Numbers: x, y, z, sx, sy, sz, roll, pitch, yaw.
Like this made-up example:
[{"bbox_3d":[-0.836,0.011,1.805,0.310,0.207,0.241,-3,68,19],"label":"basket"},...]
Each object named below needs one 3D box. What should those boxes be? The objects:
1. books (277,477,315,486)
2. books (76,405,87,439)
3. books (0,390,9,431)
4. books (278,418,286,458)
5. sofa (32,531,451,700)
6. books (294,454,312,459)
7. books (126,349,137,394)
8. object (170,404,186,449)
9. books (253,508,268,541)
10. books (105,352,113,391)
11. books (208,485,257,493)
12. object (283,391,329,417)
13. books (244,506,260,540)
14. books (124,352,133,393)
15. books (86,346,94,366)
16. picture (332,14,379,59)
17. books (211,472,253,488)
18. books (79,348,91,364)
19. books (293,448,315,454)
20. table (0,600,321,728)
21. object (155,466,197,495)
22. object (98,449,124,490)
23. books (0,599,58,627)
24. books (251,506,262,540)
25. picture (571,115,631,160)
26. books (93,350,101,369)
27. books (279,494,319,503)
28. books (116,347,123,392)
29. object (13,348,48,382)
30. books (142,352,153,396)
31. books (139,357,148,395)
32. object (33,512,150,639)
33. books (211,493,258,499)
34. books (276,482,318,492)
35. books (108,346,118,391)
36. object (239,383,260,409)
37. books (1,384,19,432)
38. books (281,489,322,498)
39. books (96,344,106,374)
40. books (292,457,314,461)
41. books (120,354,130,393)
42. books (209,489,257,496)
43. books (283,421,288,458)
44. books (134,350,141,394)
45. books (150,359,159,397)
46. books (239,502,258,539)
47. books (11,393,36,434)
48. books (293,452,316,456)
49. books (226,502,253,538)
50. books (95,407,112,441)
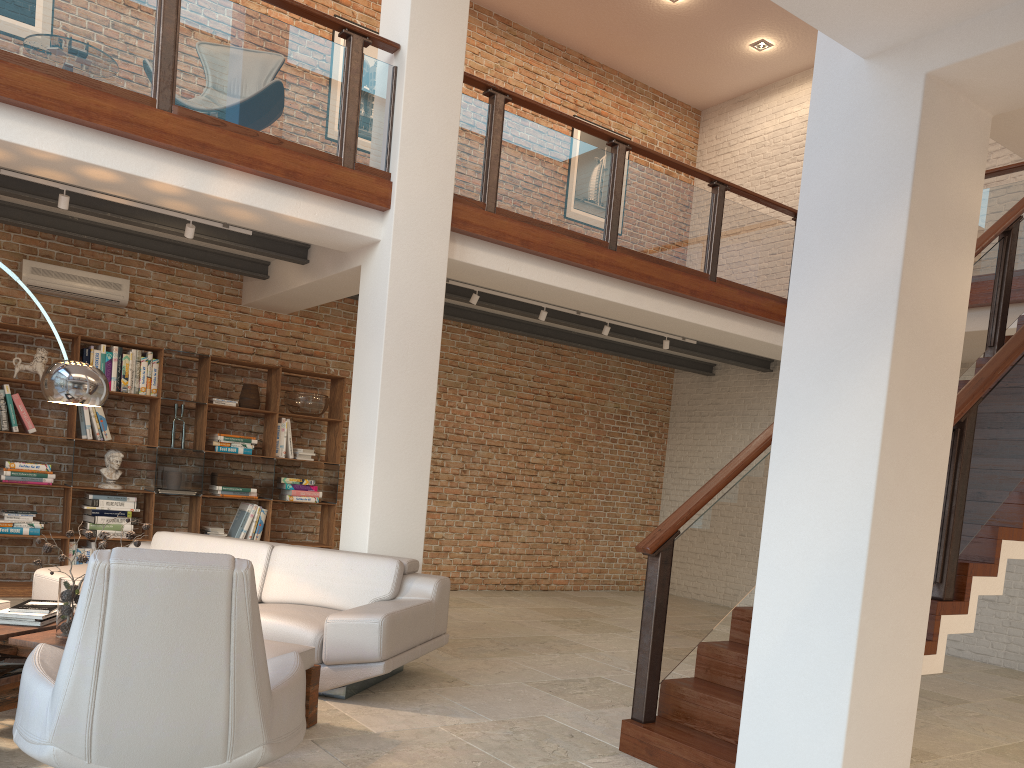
[{"bbox_3d":[-2.131,0.958,8.590,0.329,0.055,0.254,8,-7,-25],"label":"books"},{"bbox_3d":[-3.682,0.274,7.417,0.102,0.384,0.241,3,2,-36],"label":"books"},{"bbox_3d":[-4.156,0.217,7.094,0.103,0.334,0.252,3,1,-36],"label":"books"},{"bbox_3d":[-2.260,0.518,8.416,0.037,0.384,0.241,2,3,-36],"label":"books"},{"bbox_3d":[-1.657,1.397,5.508,2.320,0.758,1.151,4,-4,14],"label":"sofa"},{"bbox_3d":[-2.061,0.711,8.578,0.133,0.034,0.205,8,-7,-25],"label":"books"},{"bbox_3d":[-3.335,-0.101,7.609,0.037,0.384,0.241,2,3,-36],"label":"books"},{"bbox_3d":[-2.994,0.379,7.828,0.122,0.400,0.061,3,4,-33],"label":"object"},{"bbox_3d":[-2.462,1.353,8.393,0.117,0.334,0.252,3,1,-36],"label":"books"},{"bbox_3d":[-3.496,-0.102,7.492,0.056,0.330,0.252,2,2,-36],"label":"books"},{"bbox_3d":[-2.631,0.987,8.209,0.383,0.036,0.243,10,-8,-37],"label":"books"},{"bbox_3d":[-2.016,0.208,8.533,0.437,0.219,0.437,5,-4,6],"label":"object"},{"bbox_3d":[-2.517,1.334,8.358,0.098,0.355,0.269,3,2,-36],"label":"books"},{"bbox_3d":[-3.351,-0.093,7.582,0.021,0.360,0.269,2,2,-36],"label":"books"},{"bbox_3d":[-3.601,-0.135,7.413,0.021,0.360,0.269,2,2,-36],"label":"books"},{"bbox_3d":[-1.416,-2.937,8.800,0.920,1.199,0.027,5,3,-35],"label":"picture"},{"bbox_3d":[-2.638,0.908,8.204,0.338,0.119,0.212,9,-5,-35],"label":"books"},{"bbox_3d":[-3.635,-0.126,7.392,0.056,0.330,0.252,2,2,-36],"label":"books"},{"bbox_3d":[-2.056,0.658,8.574,0.204,0.034,0.134,-1,-8,44],"label":"books"},{"bbox_3d":[-2.228,1.321,3.870,2.197,0.429,1.985,4,-6,15],"label":"table"},{"bbox_3d":[-3.051,0.870,7.878,0.338,0.233,0.282,7,-3,-35],"label":"object"},{"bbox_3d":[-3.486,0.740,7.588,0.197,0.351,0.192,5,2,-20],"label":"object"},{"bbox_3d":[-2.420,1.157,4.427,0.250,0.074,0.402,6,-6,-3],"label":"books"},{"bbox_3d":[-2.505,1.340,8.378,0.098,0.355,0.269,3,2,-36],"label":"books"},{"bbox_3d":[1.042,-2.509,10.577,0.920,1.199,0.027,5,3,-35],"label":"picture"},{"bbox_3d":[-3.561,-0.116,7.422,0.056,0.330,0.252,2,2,-36],"label":"books"},{"bbox_3d":[-2.111,1.131,8.614,0.329,0.055,0.253,9,-7,-33],"label":"books"},{"bbox_3d":[-3.420,-0.118,7.532,0.037,0.384,0.241,2,3,-36],"label":"books"},{"bbox_3d":[-3.925,-0.169,7.105,0.253,0.283,0.129,6,2,-28],"label":"object"},{"bbox_3d":[-3.221,-0.083,7.675,0.037,0.384,0.241,2,3,-36],"label":"books"},{"bbox_3d":[-3.259,-0.063,7.645,0.056,0.330,0.252,2,2,-36],"label":"books"},{"bbox_3d":[-1.968,0.905,4.183,0.315,0.607,0.545,6,0,26],"label":"object"},{"bbox_3d":[-2.626,1.057,8.246,0.359,0.020,0.270,10,-8,-37],"label":"books"},{"bbox_3d":[-2.123,1.017,8.604,0.329,0.055,0.253,10,-7,-35],"label":"books"},{"bbox_3d":[-3.444,-0.124,7.502,0.037,0.384,0.241,2,3,-36],"label":"books"},{"bbox_3d":[-2.454,0.119,8.162,0.192,0.233,0.194,5,0,12],"label":"object"},{"bbox_3d":[-4.091,0.200,7.099,0.122,0.382,0.241,3,2,-36],"label":"books"},{"bbox_3d":[-2.085,1.079,8.625,0.330,0.056,0.253,11,-8,-40],"label":"books"},{"bbox_3d":[-3.523,-0.137,7.451,0.037,0.384,0.241,2,3,-36],"label":"books"},{"bbox_3d":[-2.066,0.739,8.596,0.172,0.019,0.235,9,-7,-27],"label":"books"},{"bbox_3d":[-3.375,-0.084,7.549,0.056,0.330,0.252,2,2,-36],"label":"books"},{"bbox_3d":[-2.643,1.027,8.248,0.383,0.036,0.243,11,-8,-40],"label":"books"},{"bbox_3d":[-2.243,0.536,8.442,0.021,0.360,0.269,2,2,-36],"label":"books"},{"bbox_3d":[-3.297,-0.097,7.620,0.037,0.384,0.241,2,3,-36],"label":"books"},{"bbox_3d":[-3.193,-0.048,7.719,0.056,0.330,0.252,2,2,-36],"label":"books"},{"bbox_3d":[-2.553,1.317,8.319,0.162,0.373,0.241,3,2,-35],"label":"books"},{"bbox_3d":[-4.032,0.245,7.174,0.196,0.319,0.252,4,0,-35],"label":"books"},{"bbox_3d":[-2.055,0.686,8.584,0.172,0.019,0.235,9,-8,-32],"label":"books"},{"bbox_3d":[-2.601,1.313,8.313,0.164,0.373,0.241,4,2,-35],"label":"books"},{"bbox_3d":[-3.544,0.322,7.497,0.159,0.330,0.252,4,1,-35],"label":"books"}]
